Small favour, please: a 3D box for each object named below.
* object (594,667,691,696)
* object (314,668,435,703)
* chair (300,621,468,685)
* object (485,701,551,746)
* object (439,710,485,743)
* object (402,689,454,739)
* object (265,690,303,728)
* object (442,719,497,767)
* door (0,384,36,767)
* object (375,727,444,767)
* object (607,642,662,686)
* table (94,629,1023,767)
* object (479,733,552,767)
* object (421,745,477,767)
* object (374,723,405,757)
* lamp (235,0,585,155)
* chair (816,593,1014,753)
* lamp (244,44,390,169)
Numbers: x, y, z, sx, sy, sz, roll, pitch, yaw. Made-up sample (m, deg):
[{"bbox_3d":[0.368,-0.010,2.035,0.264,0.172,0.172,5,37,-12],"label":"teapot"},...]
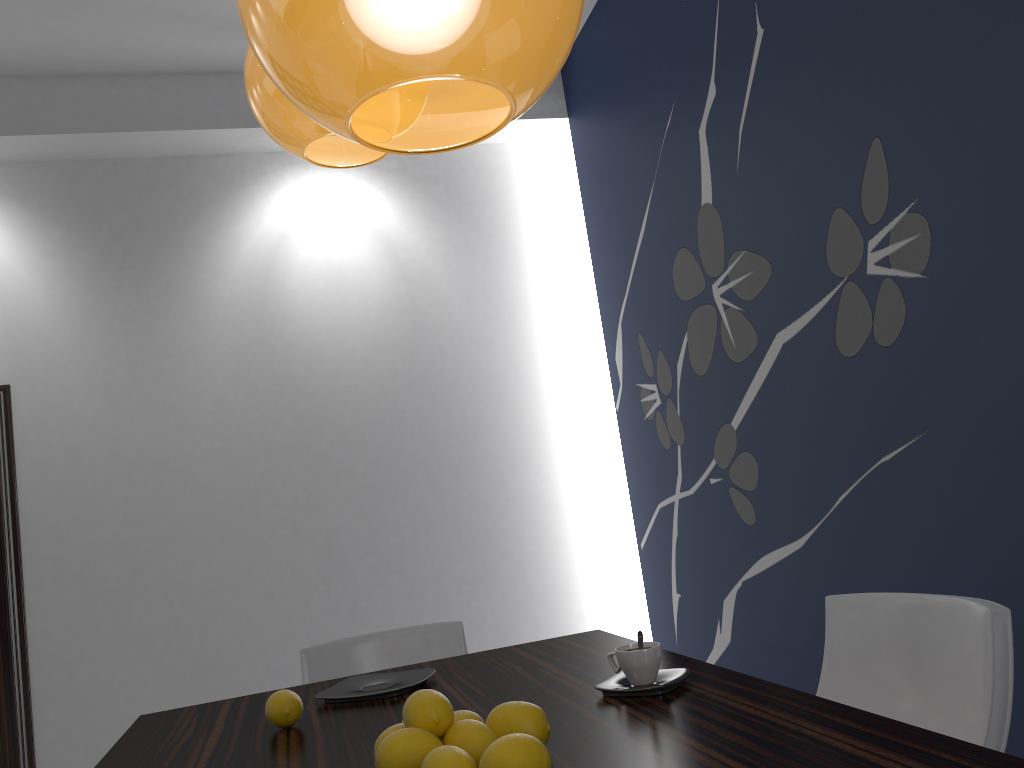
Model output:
[{"bbox_3d":[0.232,0.528,1.567,0.154,0.020,0.154,-13,-9,30],"label":"object"},{"bbox_3d":[-0.292,0.653,1.916,0.232,0.020,0.232,-10,-8,14],"label":"object"},{"bbox_3d":[-0.296,1.128,2.485,0.508,0.805,0.620,-6,-8,-15],"label":"chair"},{"bbox_3d":[0.008,0.486,1.247,0.094,0.077,0.079,-13,-9,29],"label":"object"},{"bbox_3d":[-0.074,0.506,1.273,0.083,0.068,0.070,0,-11,-45],"label":"object"},{"bbox_3d":[-0.116,0.460,1.231,0.070,0.068,0.083,-7,-8,-11],"label":"object"},{"bbox_3d":[-0.430,0.613,1.675,0.070,0.068,0.083,-7,-8,-11],"label":"object"},{"bbox_3d":[-0.054,0.491,1.195,0.069,0.071,0.081,-2,-10,-37],"label":"object"},{"bbox_3d":[-3.166,1.123,4.048,1.764,2.061,0.220,-6,-8,-15],"label":"door"},{"bbox_3d":[-0.133,0.494,1.166,0.094,0.080,0.076,-7,-8,-13],"label":"object"},{"bbox_3d":[0.218,0.499,1.573,0.101,0.064,0.081,-10,-8,10],"label":"object"},{"bbox_3d":[-0.021,0.914,1.143,1.127,0.783,2.046,-6,-8,-15],"label":"table"},{"bbox_3d":[0.004,0.462,1.068,0.094,0.077,0.079,-2,-10,-40],"label":"object"},{"bbox_3d":[-0.077,0.481,1.089,0.070,0.068,0.083,-7,-8,-11],"label":"object"},{"bbox_3d":[-0.156,0.515,1.252,0.083,0.068,0.070,0,-11,-45],"label":"object"},{"bbox_3d":[-0.223,-1.235,1.034,0.358,1.974,0.359,-7,-8,-9],"label":"lamp"},{"bbox_3d":[0.736,0.890,1.852,0.620,0.805,0.508,-6,-8,-20],"label":"chair"},{"bbox_3d":[-0.439,-1.260,1.841,0.359,1.645,0.358,-8,-8,-4],"label":"lamp"}]
